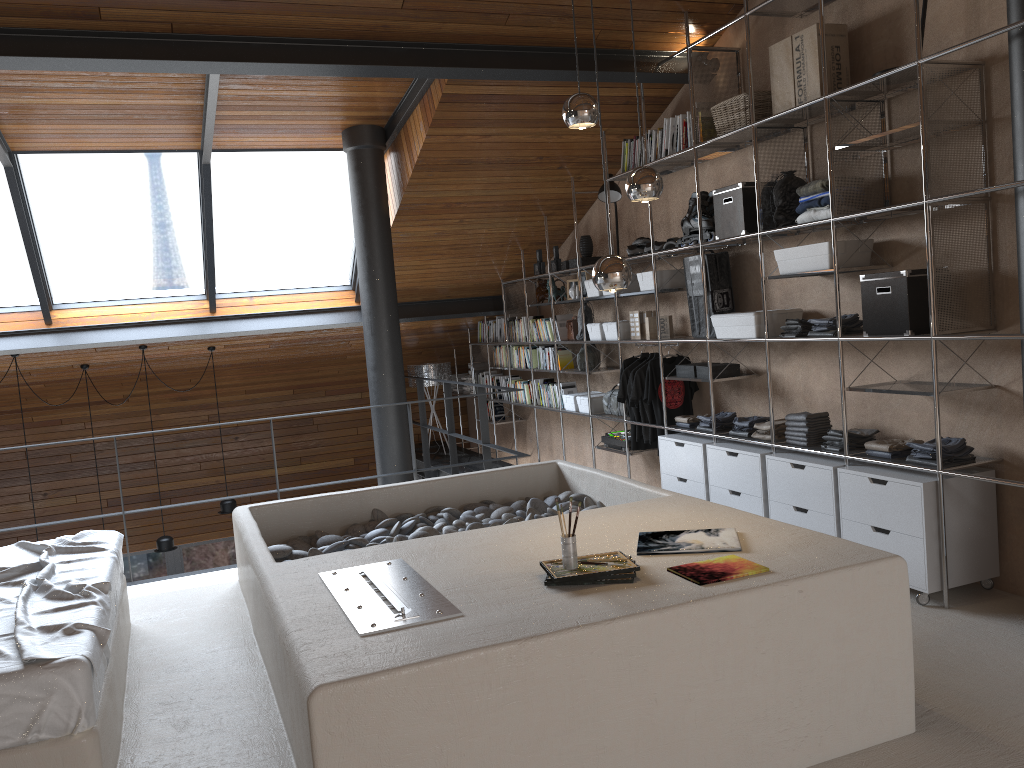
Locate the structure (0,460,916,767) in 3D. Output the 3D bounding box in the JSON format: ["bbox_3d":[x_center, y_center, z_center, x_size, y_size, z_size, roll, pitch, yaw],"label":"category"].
[{"bbox_3d":[-1.350,0.744,3.172,4.614,1.120,2.634,-6,4,-21],"label":"structure"}]

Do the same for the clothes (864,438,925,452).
[{"bbox_3d":[1.838,0.289,4.247,0.221,0.050,0.196,-6,4,-19],"label":"clothes"}]

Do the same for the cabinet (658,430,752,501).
[{"bbox_3d":[1.288,0.612,5.744,0.435,0.561,0.527,-6,4,-21],"label":"cabinet"}]

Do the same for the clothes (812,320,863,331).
[{"bbox_3d":[1.659,-0.297,4.531,0.215,0.047,0.191,-6,4,-21],"label":"clothes"}]

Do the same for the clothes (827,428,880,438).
[{"bbox_3d":[1.743,0.251,4.555,0.200,0.052,0.194,-6,4,-20],"label":"clothes"}]

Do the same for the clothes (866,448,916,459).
[{"bbox_3d":[1.853,0.318,4.256,0.248,0.043,0.190,-6,4,-12],"label":"clothes"}]

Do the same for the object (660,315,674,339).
[{"bbox_3d":[1.051,-0.387,6.052,0.074,0.156,0.078,-3,5,28],"label":"object"}]

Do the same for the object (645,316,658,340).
[{"bbox_3d":[0.970,-0.386,6.121,0.074,0.156,0.078,-5,4,-6],"label":"object"}]

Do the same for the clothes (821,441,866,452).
[{"bbox_3d":[1.733,0.306,4.566,0.243,0.045,0.208,-6,4,-22],"label":"clothes"}]

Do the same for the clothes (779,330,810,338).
[{"bbox_3d":[1.583,-0.279,4.787,0.243,0.045,0.208,-6,4,-22],"label":"clothes"}]

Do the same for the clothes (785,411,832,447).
[{"bbox_3d":[1.602,0.237,4.783,0.184,0.172,0.201,-6,4,-19],"label":"clothes"}]

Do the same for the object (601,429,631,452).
[{"bbox_3d":[0.908,0.426,6.785,0.320,0.114,0.404,-6,4,-21],"label":"object"}]

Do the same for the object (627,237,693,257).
[{"bbox_3d":[0.999,-0.960,6.077,0.286,0.141,0.657,-7,5,-28],"label":"object"}]

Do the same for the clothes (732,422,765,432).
[{"bbox_3d":[1.428,0.250,5.280,0.203,0.053,0.198,-6,4,-17],"label":"clothes"}]

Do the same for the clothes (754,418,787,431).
[{"bbox_3d":[1.512,0.229,5.046,0.212,0.047,0.187,-6,4,-20],"label":"clothes"}]

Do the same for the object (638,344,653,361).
[{"bbox_3d":[0.956,-0.188,6.356,0.387,0.197,0.009,-7,5,-25],"label":"object"}]

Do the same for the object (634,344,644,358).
[{"bbox_3d":[0.938,-0.231,6.399,0.283,0.118,0.016,-6,4,-21],"label":"object"}]

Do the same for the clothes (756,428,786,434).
[{"bbox_3d":[1.512,0.257,5.035,0.229,0.052,0.199,-6,4,-18],"label":"clothes"}]

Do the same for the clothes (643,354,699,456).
[{"bbox_3d":[1.102,0.144,6.074,0.424,0.689,0.090,-6,4,-22],"label":"clothes"}]

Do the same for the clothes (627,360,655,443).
[{"bbox_3d":[1.040,0.112,6.269,0.488,0.586,0.074,-7,5,-28],"label":"clothes"}]

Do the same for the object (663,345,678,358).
[{"bbox_3d":[1.072,-0.217,6.056,0.283,0.118,0.016,-6,4,-21],"label":"object"}]

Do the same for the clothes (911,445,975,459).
[{"bbox_3d":[1.932,0.306,4.000,0.215,0.047,0.191,-6,4,-21],"label":"clothes"}]

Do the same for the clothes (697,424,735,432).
[{"bbox_3d":[1.324,0.264,5.608,0.243,0.045,0.208,-6,4,-21],"label":"clothes"}]

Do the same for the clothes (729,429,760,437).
[{"bbox_3d":[1.445,0.274,5.294,0.242,0.048,0.207,-7,5,-24],"label":"clothes"}]

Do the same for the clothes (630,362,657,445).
[{"bbox_3d":[1.034,0.118,6.197,0.488,0.586,0.074,-7,5,-28],"label":"clothes"}]

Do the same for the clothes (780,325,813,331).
[{"bbox_3d":[1.596,-0.305,4.794,0.215,0.047,0.191,-6,4,-21],"label":"clothes"}]

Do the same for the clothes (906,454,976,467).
[{"bbox_3d":[1.949,0.329,4.011,0.243,0.045,0.208,-6,4,-21],"label":"clothes"}]

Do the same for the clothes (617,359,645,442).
[{"bbox_3d":[0.966,0.111,6.371,0.488,0.586,0.074,-7,5,-28],"label":"clothes"}]

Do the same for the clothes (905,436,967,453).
[{"bbox_3d":[1.930,0.274,4.014,0.200,0.052,0.194,-6,4,-19],"label":"clothes"}]

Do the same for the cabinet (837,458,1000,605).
[{"bbox_3d":[1.903,0.676,4.172,0.435,0.561,0.527,-6,4,-21],"label":"cabinet"}]

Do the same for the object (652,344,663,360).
[{"bbox_3d":[1.024,-0.180,6.182,0.387,0.197,0.009,-7,5,-25],"label":"object"}]

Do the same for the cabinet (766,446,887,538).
[{"bbox_3d":[1.702,0.654,4.693,0.435,0.561,0.527,-6,4,-21],"label":"cabinet"}]

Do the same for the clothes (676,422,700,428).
[{"bbox_3d":[1.228,0.253,5.854,0.248,0.043,0.190,-6,4,-12],"label":"clothes"}]

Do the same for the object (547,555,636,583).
[{"bbox_3d":[0.251,0.591,2.835,0.276,0.013,0.207,-5,4,4],"label":"object"}]

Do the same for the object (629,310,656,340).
[{"bbox_3d":[0.951,-0.426,6.346,0.142,0.205,0.196,-6,4,-23],"label":"object"}]

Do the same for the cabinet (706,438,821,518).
[{"bbox_3d":[1.494,0.632,5.226,0.435,0.561,0.527,-6,4,-21],"label":"cabinet"}]

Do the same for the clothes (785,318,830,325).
[{"bbox_3d":[1.593,-0.334,4.775,0.200,0.052,0.194,-6,4,-20],"label":"clothes"}]

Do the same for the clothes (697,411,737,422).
[{"bbox_3d":[1.305,0.209,5.612,0.200,0.052,0.194,-6,4,-19],"label":"clothes"}]

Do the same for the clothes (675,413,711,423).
[{"bbox_3d":[1.213,0.223,5.845,0.221,0.050,0.196,-6,4,-19],"label":"clothes"}]

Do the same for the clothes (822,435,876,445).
[{"bbox_3d":[1.747,0.281,4.574,0.215,0.047,0.191,-6,4,-21],"label":"clothes"}]

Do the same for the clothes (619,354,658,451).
[{"bbox_3d":[0.968,0.130,6.417,0.424,0.689,0.090,-6,4,-22],"label":"clothes"}]

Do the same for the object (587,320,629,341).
[{"bbox_3d":[0.756,-0.412,6.838,0.295,0.136,0.228,-6,4,-21],"label":"object"}]

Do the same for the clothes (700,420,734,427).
[{"bbox_3d":[1.306,0.241,5.597,0.215,0.047,0.191,-6,4,-21],"label":"clothes"}]

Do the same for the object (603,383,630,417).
[{"bbox_3d":[0.840,0.117,6.770,0.166,0.247,0.376,-7,5,-23],"label":"object"}]

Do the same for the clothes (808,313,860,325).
[{"bbox_3d":[1.658,-0.328,4.545,0.200,0.052,0.194,-6,4,-19],"label":"clothes"}]

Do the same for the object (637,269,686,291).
[{"bbox_3d":[1.033,-0.708,6.051,0.290,0.124,0.222,-6,4,-21],"label":"object"}]

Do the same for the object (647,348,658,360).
[{"bbox_3d":[1.000,-0.183,6.242,0.387,0.197,0.009,-7,5,-25],"label":"object"}]

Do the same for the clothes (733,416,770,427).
[{"bbox_3d":[1.443,0.219,5.281,0.204,0.049,0.184,-6,4,-22],"label":"clothes"}]

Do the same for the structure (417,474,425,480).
[{"bbox_3d":[-1.084,1.323,10.485,0.461,0.735,0.488,-3,5,29],"label":"structure"}]

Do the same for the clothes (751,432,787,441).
[{"bbox_3d":[1.524,0.283,5.059,0.238,0.053,0.212,-7,5,-23],"label":"clothes"}]

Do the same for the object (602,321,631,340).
[{"bbox_3d":[0.853,-0.402,6.591,0.295,0.136,0.228,-6,4,-21],"label":"object"}]

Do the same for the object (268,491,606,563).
[{"bbox_3d":[-0.293,0.751,4.184,1.842,0.246,1.435,-6,4,-21],"label":"object"}]

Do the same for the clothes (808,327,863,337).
[{"bbox_3d":[1.677,-0.274,4.542,0.243,0.045,0.208,-6,4,-21],"label":"clothes"}]

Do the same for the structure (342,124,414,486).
[{"bbox_3d":[-0.805,0.887,6.695,1.197,5.699,1.689,-6,4,-21],"label":"structure"}]
